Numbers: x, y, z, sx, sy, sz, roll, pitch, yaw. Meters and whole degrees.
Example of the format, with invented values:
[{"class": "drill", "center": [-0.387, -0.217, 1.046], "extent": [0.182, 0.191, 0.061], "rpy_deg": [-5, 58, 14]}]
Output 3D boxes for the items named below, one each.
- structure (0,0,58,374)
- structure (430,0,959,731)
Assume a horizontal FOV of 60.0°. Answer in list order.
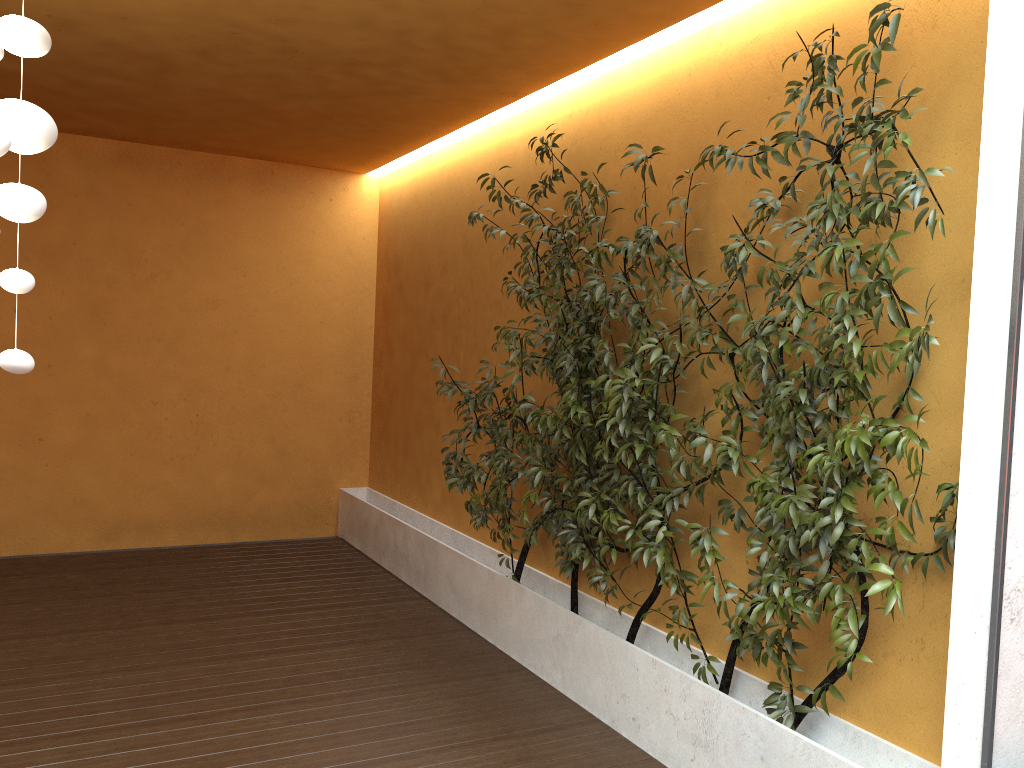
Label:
[{"class": "structure", "center": [-1.360, -0.763, 1.934], "extent": [1.002, 1.529, 1.002], "rpy_deg": [3, 2, 21]}, {"class": "structure", "center": [0.472, -0.028, 3.697], "extent": [0.622, 2.483, 3.166], "rpy_deg": [1, 3, -29]}]
